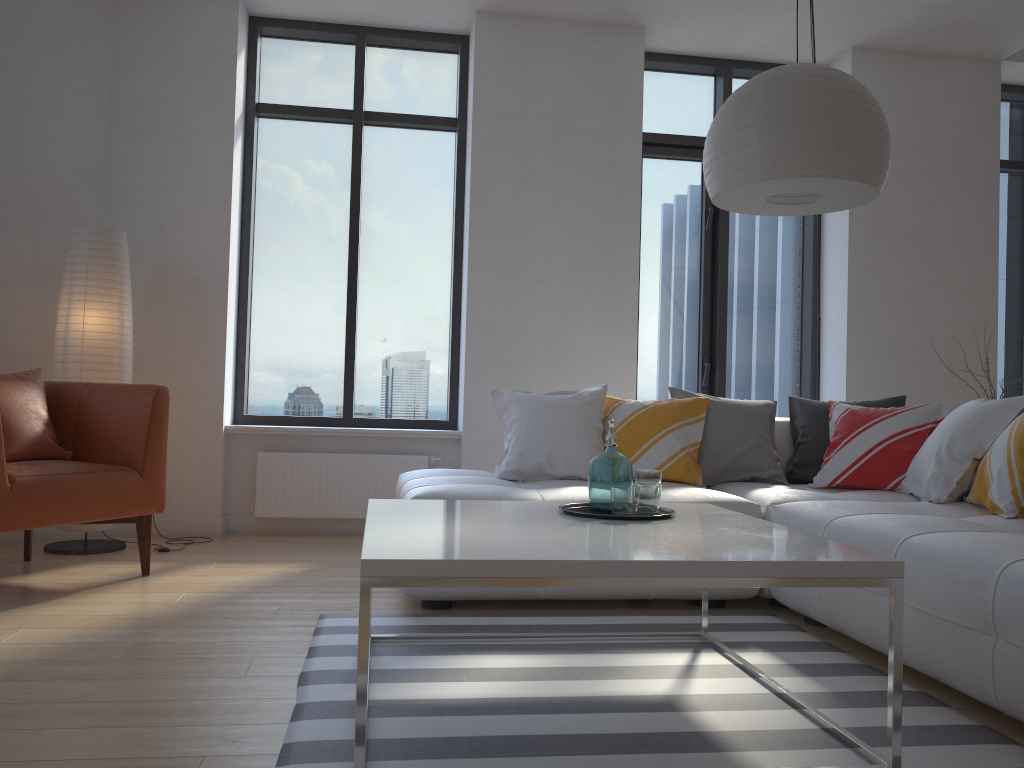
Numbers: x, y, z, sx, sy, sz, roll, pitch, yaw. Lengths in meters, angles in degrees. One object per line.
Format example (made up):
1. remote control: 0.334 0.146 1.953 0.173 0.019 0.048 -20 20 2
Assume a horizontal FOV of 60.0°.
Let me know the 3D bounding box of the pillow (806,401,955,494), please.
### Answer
1. pillow: 1.766 0.262 3.058 0.575 0.449 2.250 2 -2 -11

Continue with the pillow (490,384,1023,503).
1. pillow: 0.875 0.226 3.661 2.156 0.456 0.580 1 -2 18

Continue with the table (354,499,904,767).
1. table: 0.173 0.573 2.255 1.091 0.435 1.091 2 -2 -8

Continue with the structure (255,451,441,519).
1. structure: -0.914 0.622 4.977 1.015 0.460 0.110 2 -2 -8

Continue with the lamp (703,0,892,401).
1. lamp: 1.489 -0.428 4.135 0.710 2.647 3.199 1 -2 28

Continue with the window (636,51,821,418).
1. window: 1.328 -0.865 5.681 1.310 2.402 0.170 2 -2 -8

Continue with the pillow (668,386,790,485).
1. pillow: 1.453 0.219 2.915 0.647 0.453 2.953 2 -2 -21

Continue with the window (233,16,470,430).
1. window: -0.948 -0.940 5.346 1.310 2.402 0.170 2 -2 -8

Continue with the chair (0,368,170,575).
1. chair: -1.998 0.345 3.502 0.843 0.858 0.896 1 -2 24

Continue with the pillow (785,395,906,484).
1. pillow: 1.711 0.244 3.381 0.608 0.436 2.120 2 -2 -13

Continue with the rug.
1. rug: 0.321 0.793 2.035 1.662 0.016 2.326 2 -2 -9

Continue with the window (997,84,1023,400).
1. window: 3.601 -0.789 6.016 1.310 2.402 0.170 2 -2 -8

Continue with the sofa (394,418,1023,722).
1. sofa: 0.962 0.476 2.842 2.614 0.732 3.424 2 -2 -8

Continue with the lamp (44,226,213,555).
1. lamp: -1.842 0.034 4.436 0.502 1.550 0.804 0 -2 42

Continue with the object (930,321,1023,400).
1. object: 2.306 0.047 4.147 0.607 0.744 0.406 1 -2 32

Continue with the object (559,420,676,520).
1. object: 0.301 0.235 2.519 0.330 0.265 0.330 1 -2 16

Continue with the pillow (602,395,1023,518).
1. pillow: 1.151 0.247 3.501 2.095 0.440 0.630 0 -2 39
